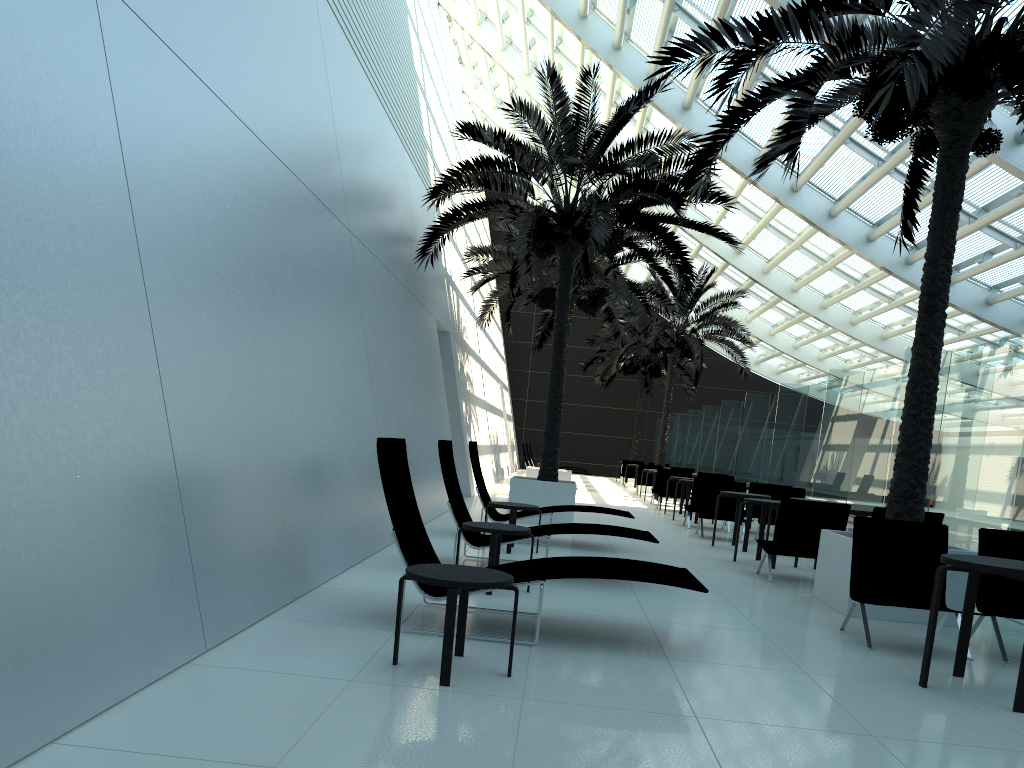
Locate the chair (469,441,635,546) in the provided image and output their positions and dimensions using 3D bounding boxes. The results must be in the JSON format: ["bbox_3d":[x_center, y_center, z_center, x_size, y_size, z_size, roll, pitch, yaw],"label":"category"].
[{"bbox_3d":[0.475,1.373,10.749,2.035,1.169,0.915,5,3,3],"label":"chair"}]

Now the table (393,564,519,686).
[{"bbox_3d":[-0.290,1.227,4.502,0.556,0.522,0.547,4,2,-44],"label":"table"}]

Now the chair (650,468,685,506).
[{"bbox_3d":[3.721,2.462,20.778,0.715,0.895,0.881,5,2,3],"label":"chair"}]

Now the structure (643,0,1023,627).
[{"bbox_3d":[3.684,-1.474,7.342,4.787,7.086,4.431,7,4,22],"label":"structure"}]

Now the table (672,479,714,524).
[{"bbox_3d":[3.434,2.205,16.323,0.682,0.788,0.671,3,3,-44],"label":"table"}]

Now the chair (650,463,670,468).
[{"bbox_3d":[5.172,3.210,30.306,0.715,0.895,0.881,5,2,3],"label":"chair"}]

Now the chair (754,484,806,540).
[{"bbox_3d":[4.220,2.032,13.391,0.715,0.895,0.881,5,2,3],"label":"chair"}]

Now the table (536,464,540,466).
[{"bbox_3d":[1.092,2.937,29.045,0.556,0.522,0.547,4,2,-44],"label":"table"}]

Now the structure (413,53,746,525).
[{"bbox_3d":[0.857,-1.265,13.208,4.661,6.898,4.217,4,4,-18],"label":"structure"}]

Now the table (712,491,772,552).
[{"bbox_3d":[3.208,1.915,12.150,0.671,0.788,0.682,7,3,41],"label":"table"}]

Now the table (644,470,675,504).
[{"bbox_3d":[3.752,2.597,21.961,0.682,0.788,0.671,3,3,-44],"label":"table"}]

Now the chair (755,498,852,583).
[{"bbox_3d":[3.077,1.666,9.351,0.715,0.895,0.881,5,2,3],"label":"chair"}]

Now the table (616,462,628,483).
[{"bbox_3d":[4.386,3.382,33.227,0.683,0.788,0.670,3,3,-40],"label":"table"}]

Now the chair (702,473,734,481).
[{"bbox_3d":[4.538,2.426,19.041,0.715,0.895,0.881,5,2,3],"label":"chair"}]

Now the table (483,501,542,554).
[{"bbox_3d":[-0.001,1.585,9.642,0.556,0.522,0.547,4,2,-44],"label":"table"}]

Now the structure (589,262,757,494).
[{"bbox_3d":[4.756,-0.142,26.471,4.828,7.086,4.393,5,4,-3],"label":"structure"}]

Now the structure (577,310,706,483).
[{"bbox_3d":[5.241,0.427,34.607,4.475,7.084,4.742,4,4,-18],"label":"structure"}]

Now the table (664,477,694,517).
[{"bbox_3d":[3.526,2.308,17.788,0.671,0.788,0.682,7,3,41],"label":"table"}]

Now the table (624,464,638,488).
[{"bbox_3d":[4.160,3.092,29.053,0.671,0.788,0.682,7,3,41],"label":"table"}]

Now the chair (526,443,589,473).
[{"bbox_3d":[1.418,2.540,27.502,2.035,1.169,0.915,5,3,3],"label":"chair"}]

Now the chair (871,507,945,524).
[{"bbox_3d":[4.004,1.749,9.309,0.715,0.895,0.881,5,2,3],"label":"chair"}]

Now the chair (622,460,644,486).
[{"bbox_3d":[4.245,3.127,30.348,0.715,0.895,0.881,5,2,3],"label":"chair"}]

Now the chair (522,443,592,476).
[{"bbox_3d":[1.274,2.361,24.932,2.035,1.169,0.915,5,3,3],"label":"chair"}]

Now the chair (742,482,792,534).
[{"bbox_3d":[4.330,2.152,15.098,0.715,0.895,0.881,5,2,3],"label":"chair"}]

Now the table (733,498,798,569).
[{"bbox_3d":[3.108,1.801,10.534,0.682,0.788,0.671,3,3,-44],"label":"table"}]

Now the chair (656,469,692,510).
[{"bbox_3d":[3.611,2.342,19.083,0.715,0.895,0.881,5,2,3],"label":"chair"}]

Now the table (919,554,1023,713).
[{"bbox_3d":[2.809,1.421,5.060,0.683,0.788,0.670,3,3,-40],"label":"table"}]

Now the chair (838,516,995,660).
[{"bbox_3d":[2.887,1.447,6.228,0.715,0.895,0.881,5,2,3],"label":"chair"}]

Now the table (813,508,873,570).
[{"bbox_3d":[4.072,1.888,10.491,0.682,0.788,0.671,3,3,-44],"label":"table"}]

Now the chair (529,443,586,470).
[{"bbox_3d":[1.568,2.725,30.152,2.035,1.169,0.915,5,3,3],"label":"chair"}]

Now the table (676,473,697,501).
[{"bbox_3d":[4.805,2.785,23.348,0.671,0.788,0.682,7,3,41],"label":"table"}]

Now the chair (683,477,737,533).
[{"bbox_3d":[3.403,2.069,15.140,0.715,0.895,0.881,5,2,3],"label":"chair"}]

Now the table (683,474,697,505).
[{"bbox_3d":[4.716,2.684,21.918,0.682,0.788,0.671,3,3,-44],"label":"table"}]

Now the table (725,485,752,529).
[{"bbox_3d":[4.398,2.291,16.280,0.682,0.788,0.671,3,3,-44],"label":"table"}]

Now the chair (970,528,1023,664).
[{"bbox_3d":[3.814,1.530,6.187,0.715,0.895,0.881,5,2,3],"label":"chair"}]

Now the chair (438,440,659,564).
[{"bbox_3d":[0.330,1.194,8.178,2.035,1.169,0.915,5,3,3],"label":"chair"}]

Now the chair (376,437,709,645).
[{"bbox_3d":[0.185,1.015,5.608,2.035,1.169,0.915,5,3,3],"label":"chair"}]

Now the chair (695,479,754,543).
[{"bbox_3d":[3.293,1.949,13.432,0.715,0.895,0.881,5,2,3],"label":"chair"}]

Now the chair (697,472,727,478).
[{"bbox_3d":[4.648,2.545,20.736,0.715,0.895,0.881,5,2,3],"label":"chair"}]

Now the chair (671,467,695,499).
[{"bbox_3d":[4.852,2.814,24.619,0.715,0.895,0.881,5,2,3],"label":"chair"}]

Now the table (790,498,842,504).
[{"bbox_3d":[4.172,2.001,12.106,0.671,0.788,0.682,7,3,41],"label":"table"}]

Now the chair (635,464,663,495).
[{"bbox_3d":[3.925,2.731,24.661,0.715,0.895,0.881,5,2,3],"label":"chair"}]

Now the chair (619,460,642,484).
[{"bbox_3d":[4.355,3.247,32.043,0.715,0.895,0.881,5,2,3],"label":"chair"}]

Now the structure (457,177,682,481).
[{"bbox_3d":[0.993,-0.896,19.209,4.236,6.958,4.641,8,5,37],"label":"structure"}]

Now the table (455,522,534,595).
[{"bbox_3d":[-0.145,1.406,7.072,0.556,0.522,0.547,4,2,-44],"label":"table"}]

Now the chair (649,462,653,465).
[{"bbox_3d":[5.282,3.330,32.002,0.715,0.895,0.881,5,2,3],"label":"chair"}]

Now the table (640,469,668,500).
[{"bbox_3d":[3.841,2.698,23.391,0.671,0.788,0.682,7,3,41],"label":"table"}]
